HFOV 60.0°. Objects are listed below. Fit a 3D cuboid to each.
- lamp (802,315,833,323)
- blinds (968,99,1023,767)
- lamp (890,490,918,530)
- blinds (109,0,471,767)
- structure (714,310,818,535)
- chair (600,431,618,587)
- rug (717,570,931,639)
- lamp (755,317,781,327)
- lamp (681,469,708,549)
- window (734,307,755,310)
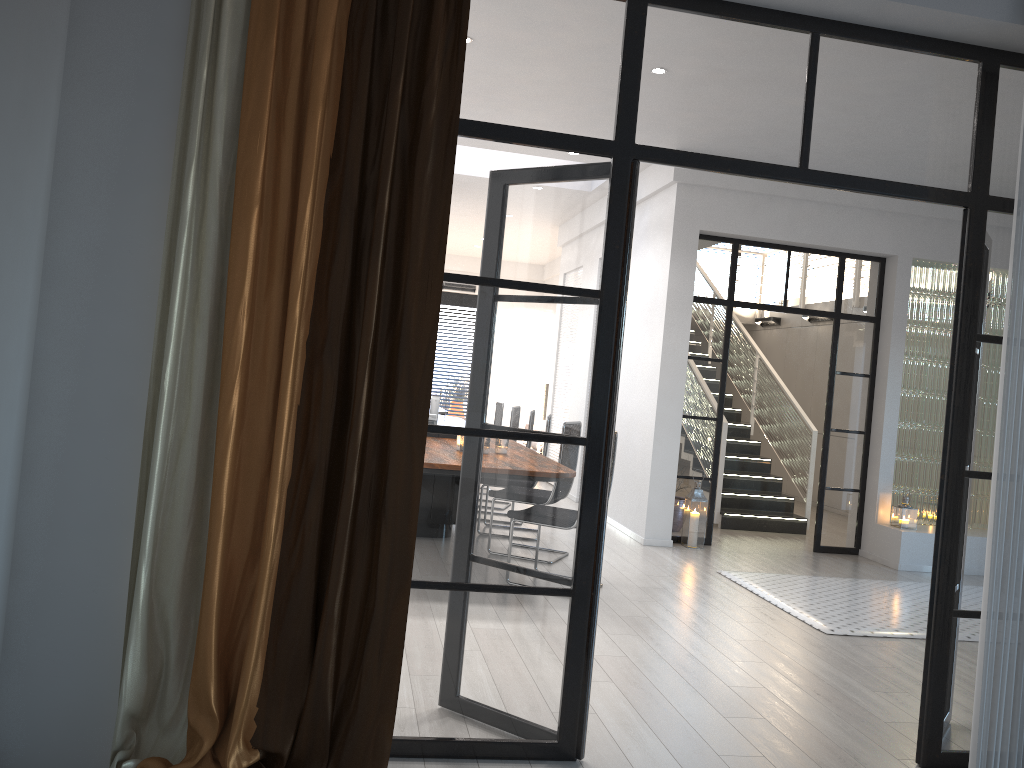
[{"bbox_3d":[4.072,-0.889,11.819,0.152,0.124,0.568,6,0,-10],"label":"lamp"},{"bbox_3d":[2.335,-0.020,3.168,1.300,3.070,0.052,6,-1,-9],"label":"blinds"},{"bbox_3d":[3.409,1.083,7.694,0.149,0.329,0.155,6,-1,-10],"label":"lamp"},{"bbox_3d":[-0.606,-0.305,2.564,0.810,3.046,0.255,6,-1,-10],"label":"blinds"},{"bbox_3d":[3.033,-0.292,10.944,2.392,3.603,5.803,6,0,-10],"label":"structure"},{"bbox_3d":[0.311,0.782,5.704,0.537,1.019,0.470,5,-1,25],"label":"chair"},{"bbox_3d":[2.773,1.511,6.055,2.275,0.020,1.585,5,0,-10],"label":"rug"},{"bbox_3d":[3.821,-0.923,13.258,0.152,0.124,0.568,6,0,-10],"label":"lamp"},{"bbox_3d":[1.574,1.065,7.606,0.148,0.665,0.157,6,-1,-10],"label":"lamp"},{"bbox_3d":[1.074,-1.350,16.621,8.561,5.063,0.462,5,-1,-11],"label":"window"}]
